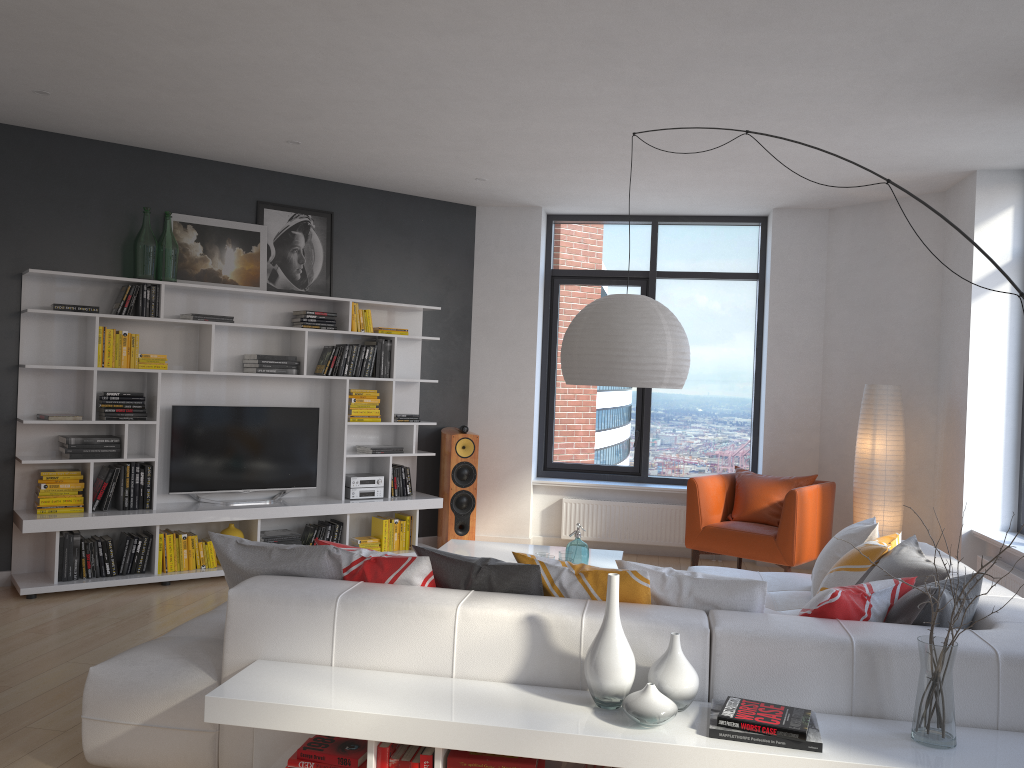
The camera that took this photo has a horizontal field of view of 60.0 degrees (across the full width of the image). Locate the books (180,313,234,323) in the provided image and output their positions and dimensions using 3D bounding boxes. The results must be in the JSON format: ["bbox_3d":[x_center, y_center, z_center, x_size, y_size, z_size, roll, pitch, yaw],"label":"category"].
[{"bbox_3d":[-2.180,-0.464,6.332,0.310,0.047,0.250,2,0,-40],"label":"books"}]

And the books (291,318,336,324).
[{"bbox_3d":[-1.528,-0.482,6.834,0.284,0.030,0.214,2,0,-32],"label":"books"}]

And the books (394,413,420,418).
[{"bbox_3d":[-0.886,0.258,7.256,0.213,0.023,0.161,2,0,-32],"label":"books"}]

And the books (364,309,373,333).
[{"bbox_3d":[-1.156,-0.494,6.999,0.064,0.184,0.141,2,0,-35],"label":"books"}]

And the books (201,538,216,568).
[{"bbox_3d":[-2.138,1.189,6.252,0.067,0.193,0.148,2,0,-35],"label":"books"}]

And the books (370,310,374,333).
[{"bbox_3d":[-1.142,-0.494,7.019,0.044,0.184,0.142,2,0,-35],"label":"books"}]

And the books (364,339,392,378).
[{"bbox_3d":[-1.086,-0.204,7.145,0.128,0.321,0.259,2,0,-36],"label":"books"}]

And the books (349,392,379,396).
[{"bbox_3d":[-1.196,0.080,7.084,0.223,0.023,0.163,2,0,-32],"label":"books"}]

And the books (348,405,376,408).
[{"bbox_3d":[-1.211,0.176,7.059,0.217,0.023,0.145,2,0,-32],"label":"books"}]

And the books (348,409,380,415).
[{"bbox_3d":[-1.207,0.222,7.071,0.243,0.042,0.189,2,0,-36],"label":"books"}]

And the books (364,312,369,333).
[{"bbox_3d":[-1.167,-0.482,6.973,0.046,0.161,0.108,2,0,-37],"label":"books"}]

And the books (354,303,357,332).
[{"bbox_3d":[-1.266,-0.519,6.941,0.041,0.224,0.163,2,0,-37],"label":"books"}]

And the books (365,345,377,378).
[{"bbox_3d":[-1.150,-0.181,7.065,0.066,0.260,0.197,2,0,-36],"label":"books"}]

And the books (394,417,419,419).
[{"bbox_3d":[-0.880,0.277,7.242,0.198,0.015,0.142,2,0,-37],"label":"books"}]

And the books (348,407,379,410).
[{"bbox_3d":[-1.216,0.194,7.081,0.251,0.014,0.189,2,0,-33],"label":"books"}]

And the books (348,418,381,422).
[{"bbox_3d":[-1.200,0.282,7.062,0.257,0.028,0.194,2,0,-31],"label":"books"}]

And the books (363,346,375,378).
[{"bbox_3d":[-1.177,-0.177,7.045,0.084,0.249,0.191,2,0,-36],"label":"books"}]

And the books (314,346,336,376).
[{"bbox_3d":[-1.445,-0.179,6.852,0.104,0.234,0.182,2,0,-36],"label":"books"}]

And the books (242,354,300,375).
[{"bbox_3d":[-1.801,-0.144,6.639,0.343,0.137,0.277,2,0,-41],"label":"books"}]

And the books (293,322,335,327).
[{"bbox_3d":[-1.520,-0.456,6.816,0.264,0.020,0.189,2,0,-37],"label":"books"}]

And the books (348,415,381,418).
[{"bbox_3d":[-1.206,0.256,7.067,0.257,0.024,0.203,2,0,-33],"label":"books"}]

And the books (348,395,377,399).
[{"bbox_3d":[-1.205,0.103,7.083,0.227,0.022,0.160,2,0,-20],"label":"books"}]

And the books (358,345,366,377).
[{"bbox_3d":[-1.230,-0.181,7.009,0.075,0.254,0.192,2,0,-37],"label":"books"}]

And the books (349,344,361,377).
[{"bbox_3d":[-1.267,-0.185,6.984,0.066,0.260,0.197,2,0,-36],"label":"books"}]

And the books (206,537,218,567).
[{"bbox_3d":[-2.124,1.189,6.273,0.046,0.193,0.149,2,0,-35],"label":"books"}]

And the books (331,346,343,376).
[{"bbox_3d":[-1.387,-0.176,6.883,0.081,0.233,0.169,2,0,-37],"label":"books"}]

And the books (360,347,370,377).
[{"bbox_3d":[-1.201,-0.175,7.013,0.071,0.243,0.179,2,0,-37],"label":"books"}]

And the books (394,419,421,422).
[{"bbox_3d":[-0.878,0.296,7.241,0.213,0.023,0.161,2,0,-32],"label":"books"}]

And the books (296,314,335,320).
[{"bbox_3d":[-1.509,-0.510,6.814,0.246,0.026,0.180,2,0,-33],"label":"books"}]

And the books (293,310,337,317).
[{"bbox_3d":[-1.517,-0.537,6.821,0.266,0.030,0.209,2,0,-42],"label":"books"}]

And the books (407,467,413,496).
[{"bbox_3d":[-0.891,0.794,7.301,0.077,0.233,0.179,2,0,-36],"label":"books"}]

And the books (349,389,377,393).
[{"bbox_3d":[-1.216,0.055,7.097,0.223,0.023,0.163,2,0,-32],"label":"books"}]

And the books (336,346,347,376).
[{"bbox_3d":[-1.351,-0.178,6.893,0.069,0.242,0.172,2,0,-35],"label":"books"}]

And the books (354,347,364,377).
[{"bbox_3d":[-1.234,-0.173,6.974,0.069,0.242,0.172,2,0,-35],"label":"books"}]

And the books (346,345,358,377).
[{"bbox_3d":[-1.294,-0.181,6.964,0.084,0.249,0.191,2,0,-36],"label":"books"}]

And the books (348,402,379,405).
[{"bbox_3d":[-1.211,0.156,7.080,0.239,0.019,0.171,2,0,-36],"label":"books"}]

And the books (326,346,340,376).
[{"bbox_3d":[-1.420,-0.177,6.876,0.096,0.234,0.187,2,0,-35],"label":"books"}]

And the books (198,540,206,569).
[{"bbox_3d":[-2.194,1.189,6.217,0.056,0.188,0.138,2,0,-36],"label":"books"}]

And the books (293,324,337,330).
[{"bbox_3d":[-1.518,-0.431,6.814,0.284,0.030,0.214,2,0,-32],"label":"books"}]

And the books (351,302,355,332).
[{"bbox_3d":[-1.273,-0.521,6.912,0.041,0.229,0.161,2,0,-37],"label":"books"}]

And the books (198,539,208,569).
[{"bbox_3d":[-2.172,1.191,6.223,0.046,0.187,0.134,2,0,-36],"label":"books"}]

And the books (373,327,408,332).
[{"bbox_3d":[-1.000,-0.436,7.173,0.257,0.024,0.203,2,0,-33],"label":"books"}]

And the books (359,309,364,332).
[{"bbox_3d":[-1.209,-0.494,6.966,0.054,0.180,0.132,2,0,-36],"label":"books"}]

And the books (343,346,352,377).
[{"bbox_3d":[-1.322,-0.177,6.938,0.068,0.243,0.179,2,0,-37],"label":"books"}]

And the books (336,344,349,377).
[{"bbox_3d":[-1.347,-0.185,6.928,0.075,0.254,0.192,2,0,-37],"label":"books"}]

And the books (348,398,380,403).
[{"bbox_3d":[-1.200,0.131,7.085,0.239,0.033,0.176,2,0,-33],"label":"books"}]

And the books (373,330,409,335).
[{"bbox_3d":[-0.994,-0.410,7.168,0.257,0.028,0.194,2,0,-31],"label":"books"}]

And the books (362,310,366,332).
[{"bbox_3d":[-1.189,-0.492,6.972,0.044,0.178,0.128,2,0,-36],"label":"books"}]

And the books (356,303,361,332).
[{"bbox_3d":[-1.246,-0.518,6.965,0.054,0.224,0.164,2,0,-37],"label":"books"}]

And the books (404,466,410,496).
[{"bbox_3d":[-0.899,0.790,7.256,0.066,0.242,0.177,2,0,-36],"label":"books"}]
